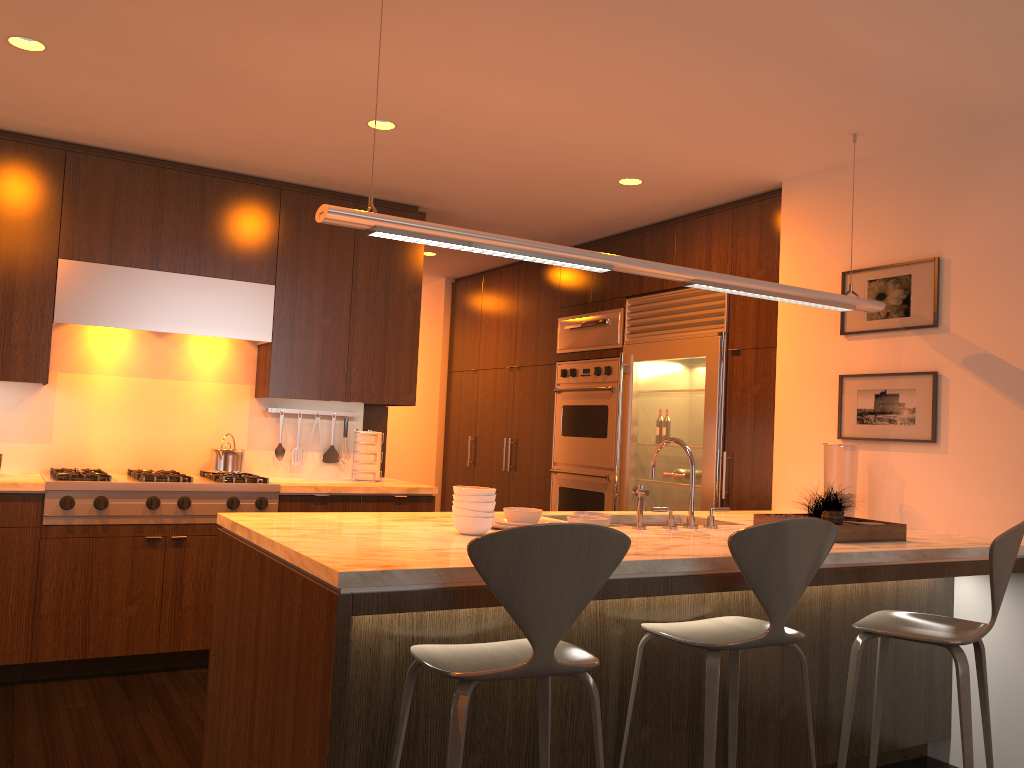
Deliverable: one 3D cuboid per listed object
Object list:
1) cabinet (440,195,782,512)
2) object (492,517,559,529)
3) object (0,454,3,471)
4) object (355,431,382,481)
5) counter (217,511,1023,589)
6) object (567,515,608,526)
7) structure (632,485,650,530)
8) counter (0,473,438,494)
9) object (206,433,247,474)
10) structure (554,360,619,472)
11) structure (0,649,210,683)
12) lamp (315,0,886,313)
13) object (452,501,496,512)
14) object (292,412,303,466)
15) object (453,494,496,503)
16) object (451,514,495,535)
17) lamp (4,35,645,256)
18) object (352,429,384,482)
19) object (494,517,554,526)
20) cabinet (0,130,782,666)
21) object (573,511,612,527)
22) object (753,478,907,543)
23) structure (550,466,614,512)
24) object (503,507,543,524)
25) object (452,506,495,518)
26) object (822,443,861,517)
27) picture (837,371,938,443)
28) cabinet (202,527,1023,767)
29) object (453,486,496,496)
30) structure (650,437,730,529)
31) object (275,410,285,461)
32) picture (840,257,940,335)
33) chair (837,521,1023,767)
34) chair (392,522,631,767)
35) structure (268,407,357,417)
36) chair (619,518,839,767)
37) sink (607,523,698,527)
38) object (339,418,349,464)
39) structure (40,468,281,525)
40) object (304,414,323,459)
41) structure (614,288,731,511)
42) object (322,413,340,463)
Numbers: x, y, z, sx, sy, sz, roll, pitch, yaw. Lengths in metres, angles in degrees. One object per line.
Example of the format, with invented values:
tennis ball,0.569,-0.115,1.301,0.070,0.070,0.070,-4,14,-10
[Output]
cabinet,0.639,0.349,6.352,0.690,2.540,3.924,5,-4,-30
object,0.036,0.490,3.080,0.310,0.021,0.309,5,-4,-30
object,-2.496,0.390,4.280,0.060,0.106,0.060,3,-3,2
object,-0.846,0.423,5.223,0.149,0.286,0.144,0,-4,42
counter,0.461,0.547,3.220,2.711,0.038,1.280,5,-4,-30
object,0.251,0.474,2.950,0.139,0.059,0.138,3,-3,-4
structure,0.469,0.449,3.234,0.050,0.161,0.067,5,-4,-30
counter,-1.938,0.475,4.020,3.616,0.038,3.187,5,-4,-30
object,-1.580,0.382,4.929,0.221,0.218,0.221,0,-4,45
structure,0.738,0.508,6.134,0.687,1.294,0.743,5,-4,-30
structure,-1.986,0.940,4.053,3.400,0.862,3.060,5,-4,-30
lamp,0.520,-0.765,3.248,2.465,0.765,0.120,5,-4,-30
object,-0.122,0.403,2.828,0.140,0.062,0.139,5,-4,-30
object,-1.261,0.324,5.240,0.066,0.314,0.004,5,-4,-30
object,-0.121,0.381,2.829,0.139,0.064,0.140,1,-4,34
object,-0.125,0.449,2.826,0.140,0.059,0.139,5,-4,-38
lamp,-7.163,-1.674,1.937,16.431,0.171,5.868,5,-4,-30
object,-0.855,0.421,5.226,0.160,0.304,0.168,2,-3,14
object,0.036,0.486,3.080,0.217,0.025,0.216,3,-3,-13
cabinet,-0.485,-0.087,3.514,5.521,2.997,7.728,5,-4,-30
object,0.282,0.485,3.117,0.139,0.059,0.138,3,-3,-4
object,1.222,0.459,3.411,0.497,0.231,0.503,5,-4,-30
structure,0.452,0.842,5.959,0.064,0.544,0.710,5,-4,-30
object,0.037,0.465,3.081,0.139,0.059,0.138,3,-3,-4
object,-0.123,0.425,2.827,0.139,0.068,0.140,0,-4,43
object,1.445,0.437,3.904,0.159,0.349,0.159,1,-4,34
picture,1.647,0.102,3.917,0.012,0.300,0.496,5,-4,-30
cabinet,0.440,1.003,3.195,2.713,0.876,1.281,5,-4,-30
object,-0.121,0.360,2.831,0.140,0.062,0.139,4,-3,-21
structure,0.689,0.378,3.402,0.310,0.341,0.321,2,-3,8
object,-1.351,0.301,5.184,0.061,0.296,0.020,5,-4,-31
picture,1.670,-0.382,3.945,0.012,0.298,0.493,5,-4,-30
chair,1.369,0.946,2.874,0.506,1.047,0.520,1,-4,35
chair,-0.007,0.844,2.212,0.520,1.047,0.506,4,-3,-25
structure,-1.184,0.169,5.295,0.541,0.031,0.048,4,-3,-26
chair,0.657,0.899,2.642,0.520,1.047,0.506,5,-4,-30
sink,0.526,0.678,3.597,0.813,0.176,0.457,5,-4,-30
object,-1.013,0.347,5.381,0.063,0.281,0.063,0,-4,37
structure,-1.840,0.479,4.615,1.067,0.422,0.824,5,-4,-30
object,-1.174,0.312,5.288,0.114,0.271,0.008,5,-4,-30
structure,1.146,0.527,5.374,0.687,2.129,0.915,5,-4,-30
object,-1.088,0.328,5.357,0.112,0.303,0.036,5,-4,-30
